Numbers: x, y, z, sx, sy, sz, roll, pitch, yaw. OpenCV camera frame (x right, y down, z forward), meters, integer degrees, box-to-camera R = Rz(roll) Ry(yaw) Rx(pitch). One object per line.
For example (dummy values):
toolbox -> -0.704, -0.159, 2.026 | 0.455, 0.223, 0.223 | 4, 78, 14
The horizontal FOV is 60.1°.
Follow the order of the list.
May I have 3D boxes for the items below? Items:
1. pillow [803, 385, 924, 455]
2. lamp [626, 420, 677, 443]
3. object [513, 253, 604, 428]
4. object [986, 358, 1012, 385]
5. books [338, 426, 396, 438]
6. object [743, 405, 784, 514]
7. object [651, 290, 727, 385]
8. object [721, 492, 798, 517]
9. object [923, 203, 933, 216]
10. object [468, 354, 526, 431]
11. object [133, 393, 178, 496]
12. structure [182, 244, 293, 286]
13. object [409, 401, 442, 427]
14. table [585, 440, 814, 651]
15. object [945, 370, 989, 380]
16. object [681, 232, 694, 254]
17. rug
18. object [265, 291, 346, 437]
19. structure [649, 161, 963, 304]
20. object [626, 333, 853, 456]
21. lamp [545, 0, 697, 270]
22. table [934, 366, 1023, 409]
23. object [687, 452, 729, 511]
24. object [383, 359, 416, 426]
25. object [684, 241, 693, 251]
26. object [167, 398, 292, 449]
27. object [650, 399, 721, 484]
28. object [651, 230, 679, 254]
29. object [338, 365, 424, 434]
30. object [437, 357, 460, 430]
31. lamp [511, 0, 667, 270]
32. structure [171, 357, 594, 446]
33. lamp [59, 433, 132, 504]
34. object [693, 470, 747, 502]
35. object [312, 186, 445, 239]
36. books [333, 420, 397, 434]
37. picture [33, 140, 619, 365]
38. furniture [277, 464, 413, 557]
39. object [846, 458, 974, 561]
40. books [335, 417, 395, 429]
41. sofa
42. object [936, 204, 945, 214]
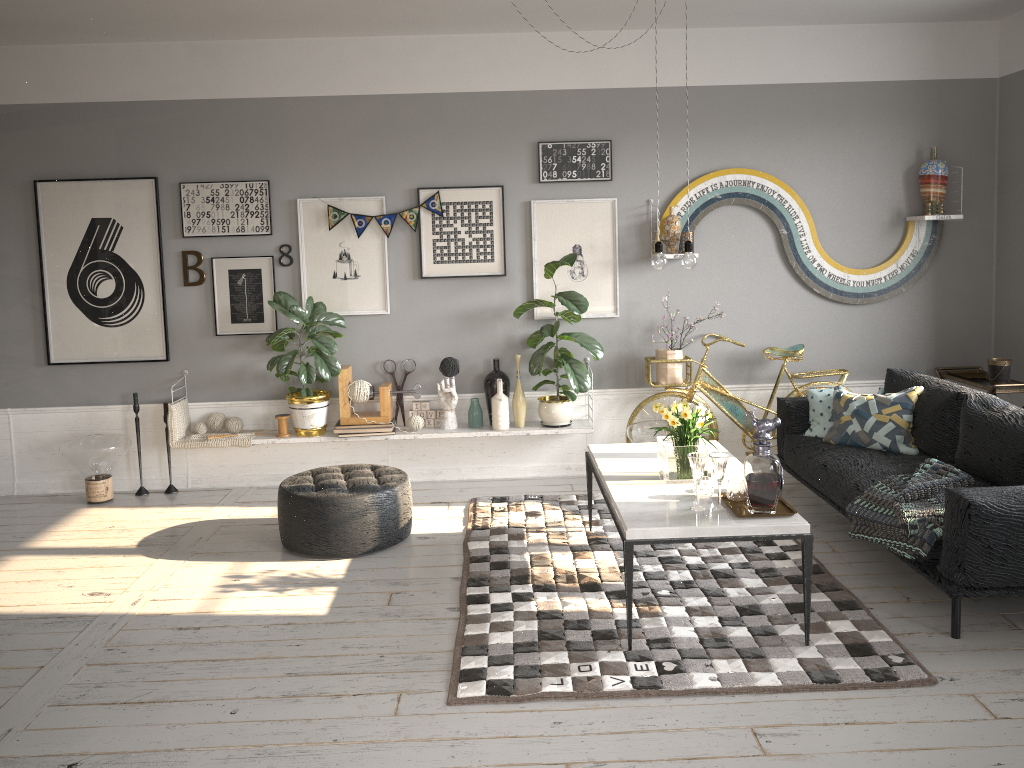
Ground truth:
pillow -> 2.060, 0.168, 5.162 | 0.444, 0.359, 0.804 | -4, 9, -19
lamp -> 0.958, 0.460, 5.719 | 0.433, 0.434, 0.435 | 2, 8, 30
object -> 0.308, -0.287, 5.838 | 0.568, 1.142, 0.418 | 3, 7, 38
object -> 3.028, -0.073, 5.502 | 0.142, 0.159, 0.139 | 4, 9, 37
books -> -0.961, 0.307, 5.899 | 0.368, 0.021, 0.299 | -3, 9, -6
object -> 1.008, 0.304, 3.548 | 0.156, 0.414, 0.149 | 0, 6, 18
object -> 1.163, -0.309, 5.838 | 0.488, 0.637, 0.255 | 0, 6, 17
object -> 1.002, 0.493, 3.630 | 0.246, 0.015, 0.321 | -2, 9, -1
object -> 2.735, -1.147, 5.820 | 0.060, 0.078, 0.060 | -3, 7, -12
object -> -0.104, 0.048, 5.894 | 0.287, 0.485, 0.333 | -7, 8, -40
object -> -2.410, 0.391, 5.946 | 0.279, 0.696, 0.092 | -3, 5, -9
structure -> -1.843, -0.800, 5.959 | 0.739, 0.261, 0.024 | -2, 5, -1
object -> -0.573, 0.202, 6.008 | 0.265, 0.172, 0.079 | -1, 6, 5
table -> 0.786, 0.684, 4.140 | 0.732, 0.507, 1.468 | -2, 9, -1
object -> 3.062, -0.060, 5.862 | 0.246, 0.015, 0.321 | -2, 9, -1
object -> 1.152, -0.927, 5.807 | 0.086, 0.139, 0.086 | -3, 6, -8
rug -> 0.632, 0.891, 4.383 | 1.770, 0.034, 2.547 | -2, 9, -1
object -> -1.343, -0.137, 5.789 | 0.511, 0.957, 0.549 | -3, 6, -16
structure -> 1.945, -0.985, 5.882 | 2.022, 0.949, 0.269 | -2, 6, -1
object -> 1.578, 0.147, 5.911 | 1.626, 0.963, 0.429 | -3, 6, -10
lamp -> 0.227, -1.210, 3.633 | 1.400, 1.526, 0.074 | -6, 7, -32
table -> 3.074, 0.275, 5.739 | 0.339, 0.675, 0.748 | -2, 7, -1
object -> 0.801, 0.399, 3.605 | 0.167, 0.225, 0.083 | 0, 6, 10
object -> -0.758, 0.061, 6.028 | 0.221, 0.460, 0.019 | -2, 5, -1
object -> 1.176, -0.912, 5.888 | 0.062, 0.081, 0.063 | -5, 7, -25
object -> -1.850, 0.252, 5.880 | 0.784, 0.305, 0.331 | -2, 7, 0
object -> 0.798, 0.258, 4.095 | 0.325, 0.349, 0.354 | -2, 7, 1
object -> 1.006, -0.931, 5.790 | 0.197, 0.165, 0.060 | 3, 7, 33
object -> -0.861, 0.101, 5.882 | 0.545, 0.437, 0.240 | -2, 6, -1
object -> -0.419, 0.060, 5.904 | 0.155, 0.480, 0.137 | -2, 6, -1
lamp -> 0.101, -1.215, 3.691 | 1.400, 1.526, 0.074 | -6, 7, -32
structure -> -0.842, 0.123, 5.915 | 2.775, 0.483, 0.310 | -2, 6, -1
lamp -> -2.720, 0.555, 5.811 | 0.432, 0.434, 0.436 | 1, 8, 21
object -> 0.938, 0.446, 3.743 | 0.279, 0.087, 0.248 | -5, 9, -23
object -> -0.877, -1.139, 5.920 | 0.914, 0.337, 0.058 | -2, 5, -2
books -> -0.974, 0.284, 5.892 | 0.384, 0.029, 0.262 | -2, 9, 0
picture -> -2.891, -0.549, 3.919 | 7.292, 1.782, 4.072 | -2, 8, -1
furniture -> -0.925, 0.685, 4.926 | 0.736, 0.354, 0.740 | -4, 9, -14
object -> 1.852, 0.570, 3.955 | 0.490, 0.327, 0.672 | -2, 8, -6
books -> -0.978, 0.260, 5.900 | 0.379, 0.017, 0.231 | -2, 9, -4
sofa -> 2.131, 0.441, 4.561 | 0.970, 0.792, 2.359 | -2, 9, -1
object -> 2.803, -1.144, 5.787 | 0.050, 0.058, 0.050 | -3, 7, -11
